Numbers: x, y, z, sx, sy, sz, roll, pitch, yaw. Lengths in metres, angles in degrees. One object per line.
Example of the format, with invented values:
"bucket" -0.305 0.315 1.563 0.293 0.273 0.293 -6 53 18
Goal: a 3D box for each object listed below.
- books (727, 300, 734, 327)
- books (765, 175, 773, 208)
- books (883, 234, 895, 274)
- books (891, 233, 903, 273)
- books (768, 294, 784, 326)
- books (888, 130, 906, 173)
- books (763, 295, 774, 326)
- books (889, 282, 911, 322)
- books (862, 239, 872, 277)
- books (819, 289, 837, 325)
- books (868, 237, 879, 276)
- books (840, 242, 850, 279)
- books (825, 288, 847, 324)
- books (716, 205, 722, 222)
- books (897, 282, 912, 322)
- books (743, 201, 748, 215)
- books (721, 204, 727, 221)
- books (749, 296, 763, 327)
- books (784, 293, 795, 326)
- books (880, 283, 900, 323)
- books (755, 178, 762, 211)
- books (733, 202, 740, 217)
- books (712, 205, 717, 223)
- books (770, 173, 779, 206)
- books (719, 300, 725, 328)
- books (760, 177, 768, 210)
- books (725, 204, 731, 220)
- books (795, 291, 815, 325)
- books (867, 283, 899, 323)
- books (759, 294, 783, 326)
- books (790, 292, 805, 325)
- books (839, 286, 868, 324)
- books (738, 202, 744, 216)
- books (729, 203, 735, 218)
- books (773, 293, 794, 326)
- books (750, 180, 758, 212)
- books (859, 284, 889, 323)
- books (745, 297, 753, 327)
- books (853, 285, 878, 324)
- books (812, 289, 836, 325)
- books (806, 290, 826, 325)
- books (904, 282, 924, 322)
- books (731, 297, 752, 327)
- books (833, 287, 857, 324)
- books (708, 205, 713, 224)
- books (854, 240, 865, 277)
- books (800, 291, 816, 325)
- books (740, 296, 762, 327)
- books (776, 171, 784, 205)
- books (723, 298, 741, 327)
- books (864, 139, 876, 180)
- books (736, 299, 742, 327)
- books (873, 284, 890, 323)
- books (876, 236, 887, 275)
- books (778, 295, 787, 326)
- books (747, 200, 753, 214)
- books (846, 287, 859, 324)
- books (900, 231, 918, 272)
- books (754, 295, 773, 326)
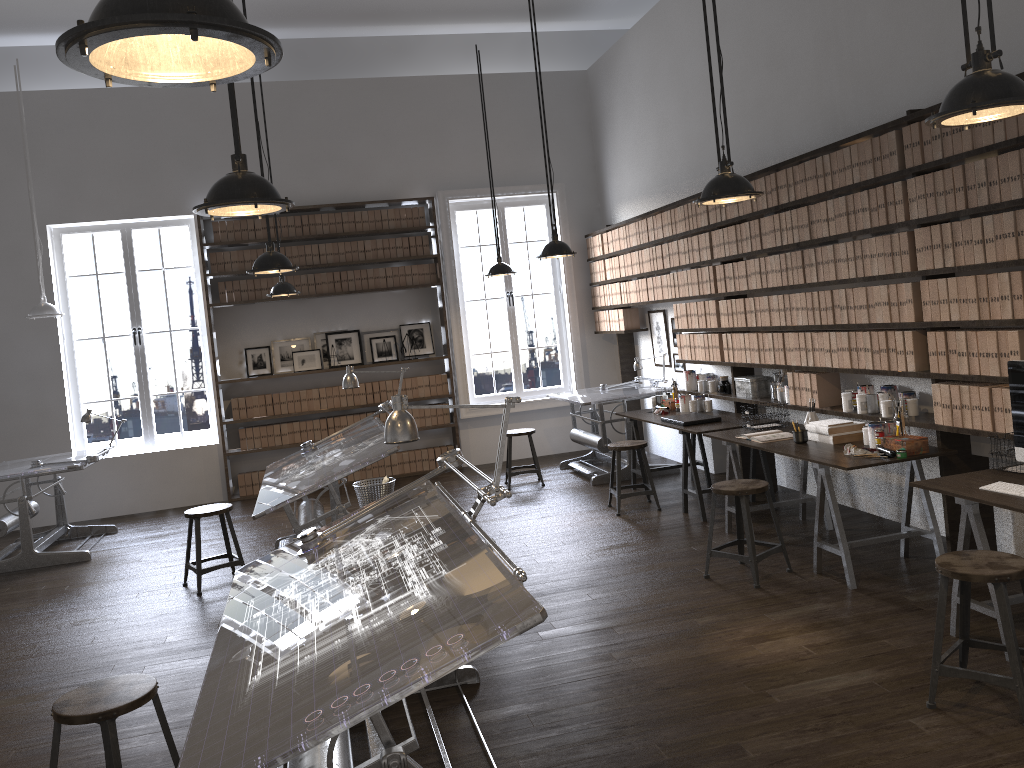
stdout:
"books" 1.770 -0.549 6.868 0.175 0.225 0.067 -6 2 -13
"books" 1.859 -1.338 6.137 0.175 0.225 0.067 -6 2 -13
"books" 2.186 -0.730 4.965 0.175 0.225 0.067 -6 2 -13
"books" 2.205 -0.727 4.904 0.175 0.225 0.067 -6 2 -13
"books" 1.918 -0.520 6.261 0.175 0.225 0.067 -6 2 -13
"books" 2.158 -1.273 4.840 0.174 0.225 0.067 -6 2 -13
"books" 1.898 -0.522 6.325 0.175 0.225 0.067 -6 2 -13
"books" 2.220 -0.455 4.971 0.175 0.225 0.067 -6 2 -13
"books" 2.146 -0.741 5.170 0.174 0.225 0.067 -6 2 -13
"books" 2.063 -0.489 5.649 0.175 0.225 0.067 -6 2 -13
"books" 2.158 -0.737 5.101 0.174 0.225 0.067 -6 2 -13
"books" 2.093 -0.751 5.376 0.175 0.225 0.067 -6 2 -13
"books" 2.074 -0.485 5.576 0.175 0.225 0.067 -6 2 -13
"books" 1.678 -1.375 6.880 0.175 0.225 0.067 -6 2 -13
"books" 2.238 -0.452 4.904 0.174 0.225 0.067 -6 2 -13
"books" 1.778 -1.355 6.475 0.175 0.225 0.067 -6 2 -13
"books" 1.698 -1.372 6.810 0.174 0.225 0.067 -6 2 -13
"books" 1.852 -0.533 6.529 0.174 0.225 0.067 -6 2 -13
"books" 1.965 -0.510 6.061 0.175 0.225 0.067 -6 2 -13
"books" 2.200 -0.458 5.039 0.175 0.225 0.067 -6 2 -13
"books" 1.826 -1.345 6.275 0.174 0.225 0.067 -6 2 -13
"books" 1.744 -1.361 6.605 0.175 0.225 0.067 -6 2 -13
"books" 1.661 -1.378 6.950 0.175 0.225 0.067 -6 2 -13
"books" 1.871 -1.334 6.063 0.175 0.225 0.067 -6 2 -13
"books" 1.741 -0.557 7.010 0.174 0.225 0.067 -6 2 -13
"books" 1.838 -1.341 6.205 0.174 0.225 0.067 -6 2 -13
"books" 1.717 -1.369 6.743 0.174 0.225 0.067 -6 2 -13
"books" 1.995 -0.503 5.925 0.174 0.225 0.067 -6 2 -13
"books" 2.174 -0.465 5.165 0.175 0.225 0.067 -6 2 -13
"books" 1.888 -0.526 6.392 0.175 0.225 0.067 -6 2 -13
"books" 1.983 -0.506 5.993 0.174 0.225 0.067 -6 2 -13
"books" 2.108 -0.478 5.433 0.174 0.225 0.067 -6 2 -13
"books" 1.762 -1.358 6.535 0.175 0.225 0.067 -6 2 -13
"books" 1.731 -1.365 6.675 0.175 0.225 0.067 -6 2 -13
"books" 1.930 -0.516 6.199 0.175 0.225 0.067 -6 2 -13
"books" 1.810 -1.349 6.344 0.175 0.225 0.067 -6 2 -13
"books" 2.154 -0.467 5.229 0.175 0.225 0.067 -6 2 -13
"books" 1.840 -0.537 6.599 0.175 0.225 0.067 -6 2 -13
"books" 2.145 -0.471 5.296 0.175 0.225 0.067 -6 2 -13
"books" 2.043 -0.493 5.722 0.175 0.225 0.067 -6 2 -13
"books" 2.024 -0.495 5.783 0.175 0.225 0.067 -6 2 -13
"books" 2.246 -0.448 4.839 0.175 0.225 0.067 -6 2 -13
"books" 1.789 -0.547 6.808 0.175 0.225 0.067 -6 2 -13
"books" 2.097 -0.482 5.504 0.175 0.225 0.067 -6 2 -13
"books" 1.651 -1.382 7.013 0.175 0.225 0.067 -6 2 -13
"books" 2.128 -0.744 5.237 0.175 0.225 0.067 -6 2 -13
"books" 2.008 -0.499 5.853 0.175 0.225 0.067 -6 2 -13
"books" 1.818 -0.540 6.671 0.175 0.225 0.067 -6 2 -13
"books" 1.893 -1.331 5.992 0.175 0.225 0.067 -6 2 -13
"books" 1.754 -0.553 6.939 0.175 0.225 0.067 -6 2 -13
"books" 2.108 -1.283 5.044 0.175 0.225 0.067 -6 2 -13
"books" 1.806 -0.544 6.745 0.175 0.225 0.067 -6 2 -13
"books" 2.187 -0.462 5.104 0.175 0.225 0.067 -6 2 -13
"books" 2.171 -0.733 5.029 0.175 0.225 0.067 -6 2 -13
"books" 1.945 -0.513 6.129 0.175 0.225 0.067 -6 2 -13
"books" 1.789 -1.351 6.408 0.175 0.225 0.067 -6 2 -13
"books" 2.129 -0.475 5.366 0.174 0.225 0.067 -6 2 -13
"books" 2.222 -0.724 4.836 0.175 0.225 0.067 -6 2 -13
"books" 1.872 -0.530 6.461 0.174 0.225 0.067 -6 2 -13
